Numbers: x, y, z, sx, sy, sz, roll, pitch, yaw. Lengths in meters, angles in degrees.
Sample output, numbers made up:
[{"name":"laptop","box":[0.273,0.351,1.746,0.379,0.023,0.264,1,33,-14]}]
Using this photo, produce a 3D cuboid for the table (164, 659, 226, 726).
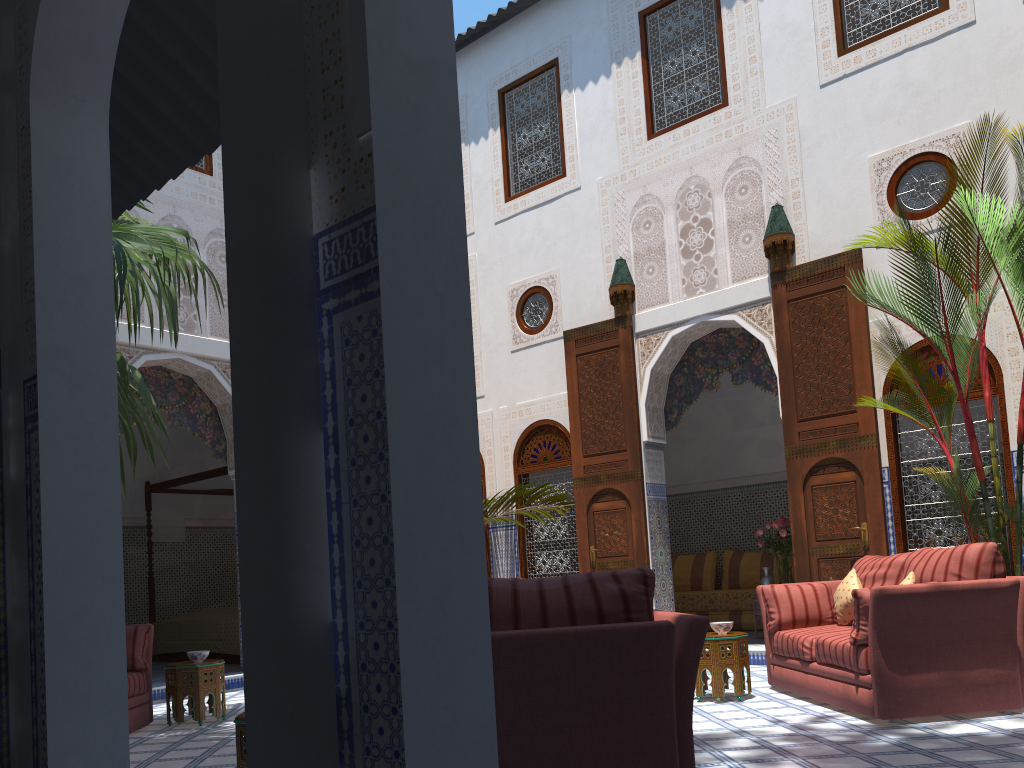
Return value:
[{"name":"table","box":[-1.701,1.660,4.716,0.292,0.320,0.290,-10,-10,40]}]

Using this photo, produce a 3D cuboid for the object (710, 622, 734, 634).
[{"name":"object","box":[1.061,1.234,4.427,0.118,0.056,0.120,5,-14,-36]}]

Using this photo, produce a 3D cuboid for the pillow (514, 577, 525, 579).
[{"name":"pillow","box":[-0.140,1.573,6.222,0.560,0.370,0.326,-3,-8,-4]}]

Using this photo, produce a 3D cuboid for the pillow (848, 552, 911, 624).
[{"name":"pillow","box":[1.858,1.040,4.391,0.301,0.373,0.594,-3,-10,-4]}]

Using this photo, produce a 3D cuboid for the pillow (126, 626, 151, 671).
[{"name":"pillow","box":[-2.089,1.386,4.563,0.395,0.240,0.190,-3,-7,-3]}]

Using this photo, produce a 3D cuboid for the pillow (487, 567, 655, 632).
[{"name":"pillow","box":[0.073,0.656,2.170,0.581,0.375,0.306,-3,-7,-4]}]

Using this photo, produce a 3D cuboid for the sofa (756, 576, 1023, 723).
[{"name":"sofa","box":[1.740,1.193,4.097,0.731,0.533,1.391,-3,-11,-4]}]

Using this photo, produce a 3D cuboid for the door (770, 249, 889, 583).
[{"name":"door","box":[1.969,0.471,5.407,0.589,2.487,0.124,-7,-5,41]}]

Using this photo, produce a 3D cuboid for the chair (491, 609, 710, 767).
[{"name":"chair","box":[0.080,0.897,2.303,0.811,0.535,0.741,-3,-10,-4]}]

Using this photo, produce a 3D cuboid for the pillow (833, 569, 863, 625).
[{"name":"pillow","box":[1.670,1.057,4.351,0.131,0.274,0.306,-4,-9,6]}]

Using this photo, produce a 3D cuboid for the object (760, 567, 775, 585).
[{"name":"object","box":[1.978,1.527,6.787,0.106,0.210,0.108,2,-8,-44]}]

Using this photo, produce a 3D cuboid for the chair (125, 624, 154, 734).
[{"name":"chair","box":[-2.251,1.489,4.314,0.725,0.534,0.829,-3,-10,-4]}]

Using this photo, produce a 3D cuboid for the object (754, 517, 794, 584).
[{"name":"object","box":[2.065,1.311,6.698,0.334,0.589,0.456,-1,-7,-23]}]

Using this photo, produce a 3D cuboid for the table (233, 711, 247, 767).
[{"name":"table","box":[-0.642,1.111,2.544,0.292,0.320,0.290,-10,-10,40]}]

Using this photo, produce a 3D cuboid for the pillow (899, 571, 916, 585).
[{"name":"pillow","box":[1.681,0.949,3.812,0.149,0.255,0.281,-9,-10,39]}]

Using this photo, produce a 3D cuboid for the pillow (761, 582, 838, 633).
[{"name":"pillow","box":[1.507,1.172,4.590,0.379,0.250,0.191,-3,-7,-3]}]

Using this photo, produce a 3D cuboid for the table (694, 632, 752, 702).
[{"name":"table","box":[1.045,1.425,4.425,0.288,0.320,0.294,-3,-8,-4]}]

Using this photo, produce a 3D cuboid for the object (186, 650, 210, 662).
[{"name":"object","box":[-1.692,1.471,4.725,0.118,0.056,0.121,-1,-11,-12]}]

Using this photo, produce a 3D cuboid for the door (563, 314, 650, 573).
[{"name":"door","box":[0.716,0.784,6.465,0.588,2.487,0.124,-7,-5,36]}]

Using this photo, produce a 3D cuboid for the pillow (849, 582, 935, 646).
[{"name":"pillow","box":[1.581,0.943,3.596,0.395,0.240,0.190,-3,-7,-3]}]

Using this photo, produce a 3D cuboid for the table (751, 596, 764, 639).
[{"name":"table","box":[2.135,1.770,6.675,0.545,0.319,0.541,-12,-13,40]}]

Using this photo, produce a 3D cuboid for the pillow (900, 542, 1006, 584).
[{"name":"pillow","box":[1.895,0.907,3.836,0.305,0.396,0.571,-3,-10,-8]}]
